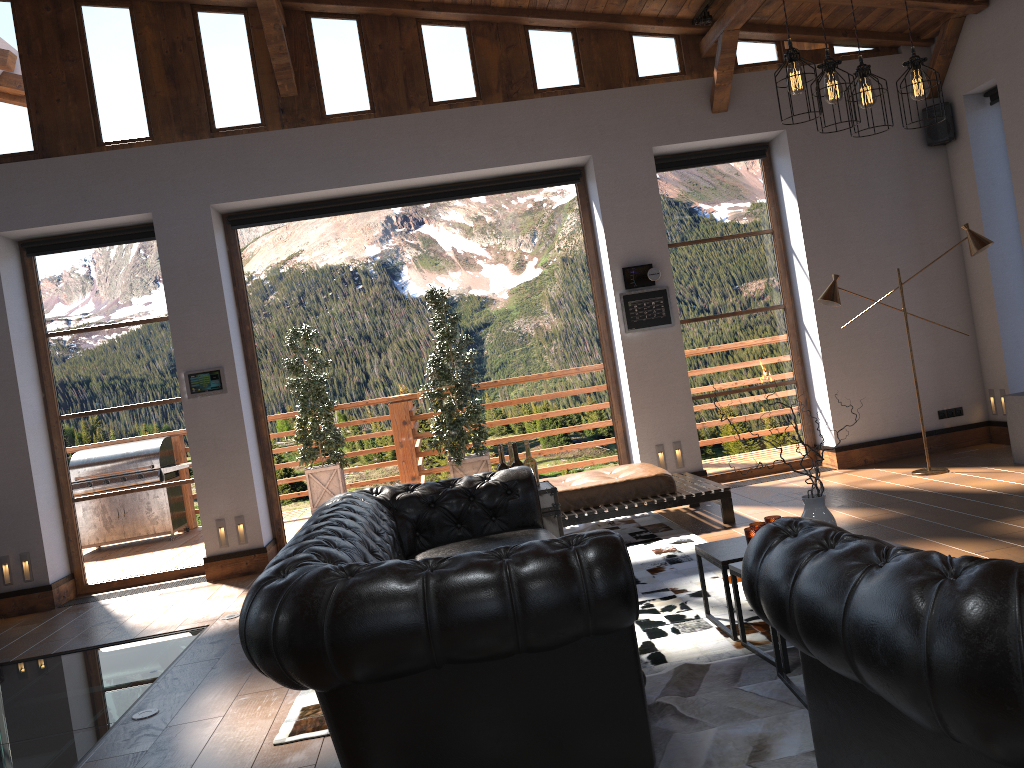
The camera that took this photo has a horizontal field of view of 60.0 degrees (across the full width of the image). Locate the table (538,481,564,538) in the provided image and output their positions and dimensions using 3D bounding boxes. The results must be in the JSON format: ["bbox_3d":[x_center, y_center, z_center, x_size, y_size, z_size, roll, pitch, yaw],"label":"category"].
[{"bbox_3d":[0.093,0.932,5.334,0.418,0.609,0.404,-9,0,-6],"label":"table"}]

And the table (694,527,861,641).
[{"bbox_3d":[1.234,0.889,4.066,0.652,0.350,0.399,-9,0,-6],"label":"table"}]

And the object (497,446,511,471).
[{"bbox_3d":[-0.048,0.506,5.242,0.088,0.286,0.087,-9,0,-29],"label":"object"}]

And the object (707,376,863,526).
[{"bbox_3d":[1.178,0.316,3.669,0.618,0.808,0.407,-9,0,5],"label":"object"}]

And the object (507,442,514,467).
[{"bbox_3d":[0.006,0.496,5.418,0.087,0.286,0.088,-9,0,7],"label":"object"}]

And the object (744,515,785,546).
[{"bbox_3d":[1.218,0.673,4.067,0.243,0.081,0.306,-9,1,33],"label":"object"}]

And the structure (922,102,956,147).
[{"bbox_3d":[3.846,-2.334,7.984,0.214,0.349,0.213,-9,0,-6],"label":"structure"}]

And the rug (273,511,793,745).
[{"bbox_3d":[0.108,1.208,5.468,2.437,0.053,3.799,-9,1,-5],"label":"rug"}]

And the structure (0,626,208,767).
[{"bbox_3d":[-7.314,2.005,6.250,11.057,6.398,9.186,-9,0,-6],"label":"structure"}]

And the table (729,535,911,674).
[{"bbox_3d":[1.297,0.884,3.633,0.653,0.350,0.398,-9,0,-11],"label":"table"}]

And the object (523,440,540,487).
[{"bbox_3d":[0.108,0.480,5.365,0.087,0.286,0.088,-9,0,4],"label":"object"}]

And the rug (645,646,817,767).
[{"bbox_3d":[1.468,1.028,2.485,4.054,0.053,2.426,-9,1,-5],"label":"rug"}]

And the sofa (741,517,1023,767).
[{"bbox_3d":[1.973,0.555,2.080,2.574,0.838,1.236,-9,0,-7],"label":"sofa"}]

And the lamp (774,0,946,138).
[{"bbox_3d":[1.378,-2.210,3.947,0.808,2.201,0.260,-9,0,-15],"label":"lamp"}]

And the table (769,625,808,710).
[{"bbox_3d":[1.302,0.888,3.176,0.650,0.350,0.400,-9,0,-1],"label":"table"}]

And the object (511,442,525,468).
[{"bbox_3d":[0.032,0.493,5.301,0.088,0.286,0.086,-9,0,-28],"label":"object"}]

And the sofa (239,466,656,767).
[{"bbox_3d":[-0.298,0.895,3.755,1.243,0.838,2.558,-9,1,-6],"label":"sofa"}]

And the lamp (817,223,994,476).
[{"bbox_3d":[3.178,-0.224,7.027,1.314,1.899,0.531,-9,0,15],"label":"lamp"}]

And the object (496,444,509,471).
[{"bbox_3d":[-0.053,0.506,5.345,0.086,0.286,0.088,-9,0,34],"label":"object"}]

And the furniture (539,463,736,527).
[{"bbox_3d":[0.161,0.991,6.778,2.767,0.436,1.172,-9,1,-6],"label":"furniture"}]
